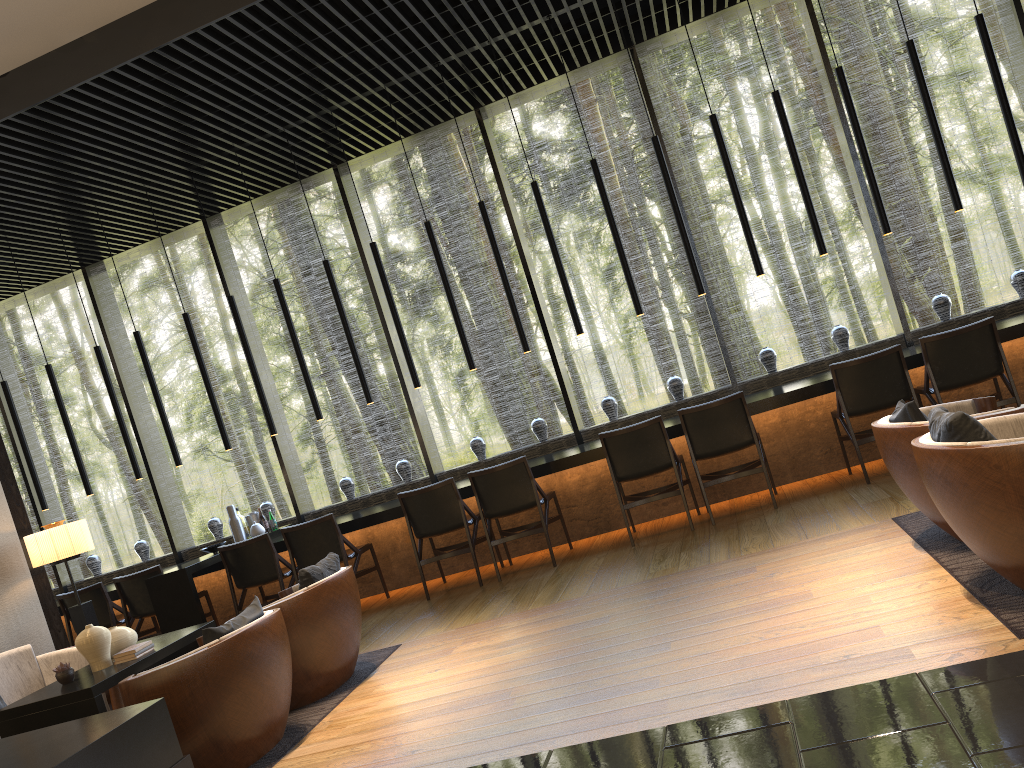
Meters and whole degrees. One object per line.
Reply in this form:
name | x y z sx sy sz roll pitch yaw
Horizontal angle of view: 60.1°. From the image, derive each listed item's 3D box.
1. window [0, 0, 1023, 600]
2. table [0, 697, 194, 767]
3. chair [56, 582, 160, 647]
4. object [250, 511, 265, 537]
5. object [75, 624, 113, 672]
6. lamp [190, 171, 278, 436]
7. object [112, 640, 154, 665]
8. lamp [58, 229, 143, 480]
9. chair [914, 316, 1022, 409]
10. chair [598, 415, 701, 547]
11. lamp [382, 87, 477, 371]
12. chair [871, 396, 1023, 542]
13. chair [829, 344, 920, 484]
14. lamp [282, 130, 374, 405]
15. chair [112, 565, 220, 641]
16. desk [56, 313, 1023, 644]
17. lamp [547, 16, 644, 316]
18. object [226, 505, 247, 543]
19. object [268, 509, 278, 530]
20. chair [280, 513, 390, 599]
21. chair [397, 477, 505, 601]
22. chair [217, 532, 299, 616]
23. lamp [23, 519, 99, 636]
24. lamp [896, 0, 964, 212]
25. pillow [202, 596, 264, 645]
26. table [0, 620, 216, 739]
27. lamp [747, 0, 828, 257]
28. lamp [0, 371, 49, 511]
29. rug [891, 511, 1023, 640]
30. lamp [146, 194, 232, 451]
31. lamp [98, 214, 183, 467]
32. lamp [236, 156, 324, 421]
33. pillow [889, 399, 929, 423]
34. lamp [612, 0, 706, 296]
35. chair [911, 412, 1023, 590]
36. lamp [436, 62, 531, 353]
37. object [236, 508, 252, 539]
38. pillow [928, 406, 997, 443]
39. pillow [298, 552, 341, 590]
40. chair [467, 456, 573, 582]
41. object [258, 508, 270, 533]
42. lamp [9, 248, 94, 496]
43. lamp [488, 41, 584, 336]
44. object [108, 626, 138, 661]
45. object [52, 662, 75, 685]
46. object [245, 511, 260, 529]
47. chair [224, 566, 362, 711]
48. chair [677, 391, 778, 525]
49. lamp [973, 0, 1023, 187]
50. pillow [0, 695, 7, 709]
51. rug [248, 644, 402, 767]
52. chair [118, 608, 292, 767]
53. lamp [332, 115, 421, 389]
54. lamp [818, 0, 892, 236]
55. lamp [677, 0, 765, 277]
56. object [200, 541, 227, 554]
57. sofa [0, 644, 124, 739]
window | -8.856 1.903 4.757 31.999 4.232 12.005 -18 -1 14
table | -2.192 1.718 3.279 1.967 0.514 0.617 -18 0 14
chair | -3.437 2.089 7.558 0.528 0.828 0.560 -17 0 13
object | -2.324 1.274 8.011 0.136 0.218 0.135 -17 1 0
object | -2.145 1.353 4.559 0.169 0.236 0.172 -18 1 -42
lamp | -2.433 -0.709 7.696 0.060 2.423 0.060 -17 2 8
object | -1.969 1.396 4.611 0.138 0.051 0.173 -18 -1 9
lamp | -3.752 -0.287 8.033 0.060 2.423 0.060 -17 2 8
chair | 3.024 0.022 5.904 0.528 0.828 0.560 -17 0 13
chair | 0.990 0.672 6.425 0.528 0.828 0.560 -17 0 13
lamp | -0.678 -1.271 7.246 0.060 2.423 0.059 -17 2 18
chair | 2.029 0.387 4.019 0.608 0.605 0.800 -17 -1 13
chair | 2.490 0.193 6.041 0.528 0.828 0.560 -17 0 13
lamp | -1.558 -0.989 7.472 0.060 2.423 0.060 -17 2 8
chair | -2.902 1.918 7.421 0.528 0.828 0.560 -17 0 13
desk | -6.922 3.248 8.835 28.836 0.760 1.773 -18 -1 14
lamp | 0.647 -1.695 6.907 0.060 2.423 0.060 -17 2 8
object | -2.479 1.254 7.942 0.113 0.345 0.112 -17 1 9
object | -2.232 1.264 8.246 0.056 0.197 0.055 -17 1 15
chair | -1.427 1.446 7.044 0.528 0.828 0.560 -17 0 13
chair | -0.485 1.144 6.803 0.528 0.828 0.560 -17 0 13
chair | -1.961 1.617 7.180 0.528 0.828 0.560 -17 0 13
lamp | -2.783 1.551 5.775 0.378 1.352 0.371 -16 2 43
lamp | 2.860 -2.402 6.340 0.060 2.423 0.060 -17 2 8
pillow | -1.241 1.185 4.039 0.206 0.338 0.439 -17 0 20
table | -2.018 1.711 4.662 0.577 0.518 1.038 -17 -1 13
lamp | 1.967 -2.117 6.569 0.060 2.423 0.060 -17 2 8
lamp | -4.743 0.030 8.287 0.060 2.423 0.060 -17 2 8
rug | 2.852 0.426 3.494 2.250 0.008 2.033 -18 -2 13
lamp | -2.865 -0.571 7.806 0.060 2.423 0.060 -17 2 8
lamp | -3.351 -0.416 7.931 0.060 2.423 0.060 -17 2 8
lamp | -2.009 -0.845 7.587 0.060 2.423 0.060 -17 2 8
pillow | 1.855 0.220 4.045 0.206 0.338 0.439 -17 0 20
lamp | 1.106 -1.842 6.789 0.060 2.423 0.059 -17 2 18
chair | 1.841 0.420 3.188 0.608 0.605 0.800 -17 -1 13
lamp | -0.234 -1.413 7.133 0.060 2.423 0.060 -17 2 8
object | -2.481 1.281 8.097 0.129 0.306 0.129 -17 1 -1
pillow | 1.667 0.248 3.211 0.223 0.362 0.397 -17 0 14
pillow | -1.055 1.149 4.873 0.223 0.362 0.397 -17 0 14
chair | 0.049 0.974 6.666 0.528 0.828 0.560 -17 0 13
object | -2.296 1.260 8.164 0.067 0.238 0.066 -17 1 7
lamp | -4.264 -0.124 8.164 0.060 2.423 0.060 -17 2 8
lamp | 0.188 -1.548 7.024 0.060 2.423 0.059 -17 2 18
object | -2.143 1.398 4.765 0.246 0.168 0.244 -18 -1 16
object | -2.243 1.444 4.436 0.090 0.112 0.092 -17 0 -24
object | -2.384 1.300 8.248 0.169 0.219 0.168 -17 0 9
chair | -1.100 1.391 4.908 0.608 0.605 0.800 -17 -1 13
chair | 1.525 0.502 6.288 0.528 0.828 0.560 -17 0 13
lamp | 3.296 -2.542 6.229 0.060 2.423 0.060 -17 2 8
pillow | -2.862 1.696 4.622 0.220 0.361 0.470 -17 -1 10
rug | -1.927 1.955 4.718 2.250 0.008 1.950 -18 -2 13
chair | -1.288 1.423 4.077 0.608 0.605 0.800 -17 -1 13
lamp | -1.144 -1.122 7.366 0.060 2.423 0.060 -17 2 8
lamp | 2.397 -2.254 6.459 0.060 2.423 0.060 -17 2 8
lamp | 1.528 -1.976 6.681 0.060 2.423 0.060 -17 2 8
object | -2.520 1.402 7.501 0.228 0.067 0.226 -18 -2 16
sofa | -2.810 1.876 4.866 0.605 0.694 1.443 -17 -1 13
